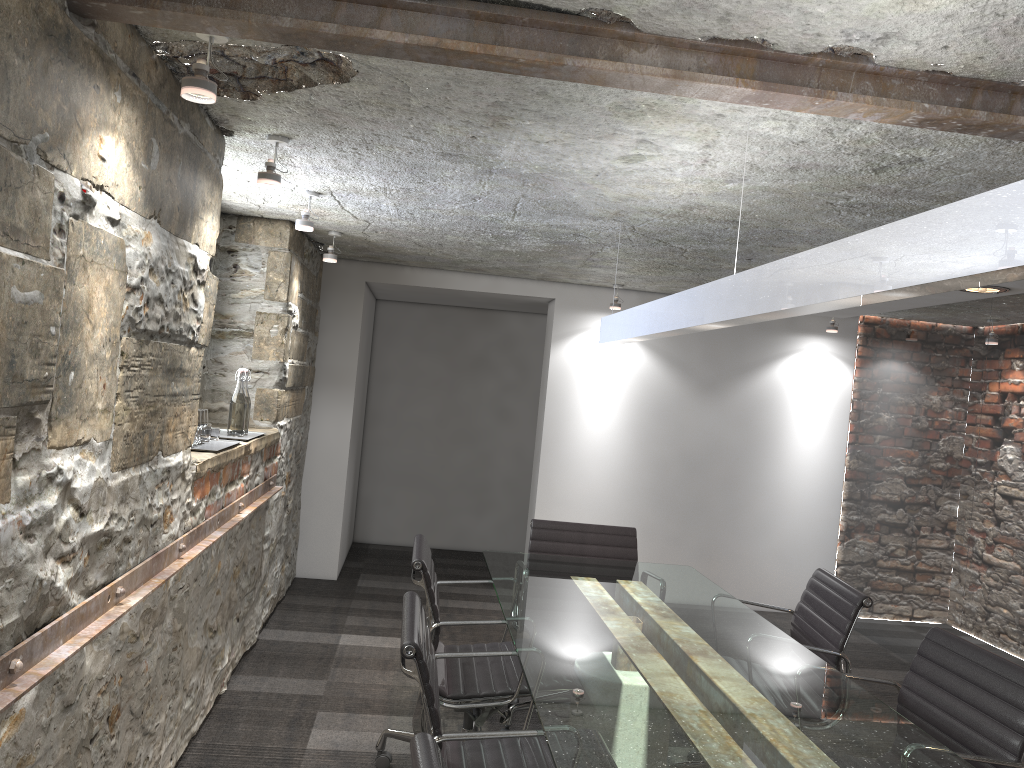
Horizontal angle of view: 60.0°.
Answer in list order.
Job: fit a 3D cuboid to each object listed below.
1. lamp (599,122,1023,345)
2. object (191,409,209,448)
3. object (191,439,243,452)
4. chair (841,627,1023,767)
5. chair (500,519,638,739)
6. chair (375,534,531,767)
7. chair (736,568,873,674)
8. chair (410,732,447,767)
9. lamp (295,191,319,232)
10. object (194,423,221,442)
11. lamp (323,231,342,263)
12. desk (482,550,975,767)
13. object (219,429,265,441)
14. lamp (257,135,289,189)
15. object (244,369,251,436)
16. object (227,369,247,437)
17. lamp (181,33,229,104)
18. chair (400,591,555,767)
[{"bbox_3d":[0.592,-0.416,2.233,0.073,0.524,3.159,5,0,-6],"label":"lamp"},{"bbox_3d":[-1.203,0.160,3.296,0.108,0.131,0.218,5,0,-8],"label":"object"},{"bbox_3d":[-1.235,0.226,3.396,0.310,0.007,0.457,5,0,-6],"label":"object"},{"bbox_3d":[0.951,1.097,2.312,0.667,0.837,0.693,6,0,-16],"label":"chair"},{"bbox_3d":[0.302,1.036,3.663,0.693,0.837,0.667,6,0,-13],"label":"chair"},{"bbox_3d":[-0.088,0.998,3.075,0.667,0.837,0.693,6,0,-14],"label":"chair"},{"bbox_3d":[0.862,1.089,3.154,0.667,0.837,0.693,5,0,-8],"label":"chair"},{"bbox_3d":[0.122,1.016,1.273,0.667,0.837,0.693,6,0,-19],"label":"chair"},{"bbox_3d":[-0.866,-0.732,3.759,0.077,0.165,0.098,5,0,27],"label":"lamp"},{"bbox_3d":[-1.235,0.187,3.509,0.111,0.072,0.191,5,0,2],"label":"object"},{"bbox_3d":[-0.971,-0.741,4.797,0.077,0.165,0.098,5,0,27],"label":"lamp"},{"bbox_3d":[0.448,1.113,2.233,0.909,0.711,3.154,5,0,-6],"label":"desk"},{"bbox_3d":[-1.292,0.221,3.957,0.310,0.007,0.457,5,0,-6],"label":"object"},{"bbox_3d":[-0.778,-0.725,2.893,0.077,0.165,0.098,5,0,27],"label":"lamp"},{"bbox_3d":[-1.219,0.081,4.015,0.073,0.300,0.073,6,0,-37],"label":"object"},{"bbox_3d":[-1.210,0.082,3.922,0.073,0.300,0.073,6,0,-37],"label":"object"},{"bbox_3d":[-0.687,-0.717,1.989,0.077,0.165,0.098,5,0,27],"label":"lamp"},{"bbox_3d":[-0.017,1.004,2.198,0.667,0.837,0.693,6,0,-15],"label":"chair"}]
